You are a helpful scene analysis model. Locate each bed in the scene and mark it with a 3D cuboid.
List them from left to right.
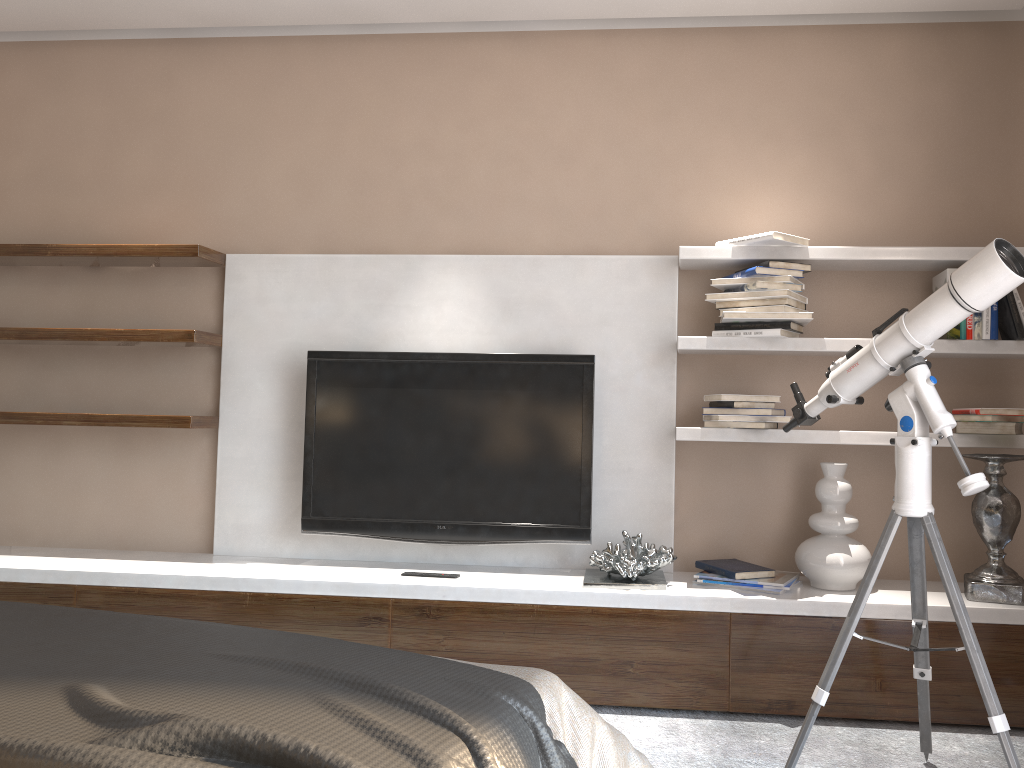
[{"bbox_3d":[-1.067,0.654,0.789,2.221,0.624,2.364,1,-2,18],"label":"bed"}]

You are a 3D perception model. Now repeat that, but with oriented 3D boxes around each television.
[{"bbox_3d":[-0.231,0.242,3.333,1.088,0.715,0.146,1,-3,6],"label":"television"}]

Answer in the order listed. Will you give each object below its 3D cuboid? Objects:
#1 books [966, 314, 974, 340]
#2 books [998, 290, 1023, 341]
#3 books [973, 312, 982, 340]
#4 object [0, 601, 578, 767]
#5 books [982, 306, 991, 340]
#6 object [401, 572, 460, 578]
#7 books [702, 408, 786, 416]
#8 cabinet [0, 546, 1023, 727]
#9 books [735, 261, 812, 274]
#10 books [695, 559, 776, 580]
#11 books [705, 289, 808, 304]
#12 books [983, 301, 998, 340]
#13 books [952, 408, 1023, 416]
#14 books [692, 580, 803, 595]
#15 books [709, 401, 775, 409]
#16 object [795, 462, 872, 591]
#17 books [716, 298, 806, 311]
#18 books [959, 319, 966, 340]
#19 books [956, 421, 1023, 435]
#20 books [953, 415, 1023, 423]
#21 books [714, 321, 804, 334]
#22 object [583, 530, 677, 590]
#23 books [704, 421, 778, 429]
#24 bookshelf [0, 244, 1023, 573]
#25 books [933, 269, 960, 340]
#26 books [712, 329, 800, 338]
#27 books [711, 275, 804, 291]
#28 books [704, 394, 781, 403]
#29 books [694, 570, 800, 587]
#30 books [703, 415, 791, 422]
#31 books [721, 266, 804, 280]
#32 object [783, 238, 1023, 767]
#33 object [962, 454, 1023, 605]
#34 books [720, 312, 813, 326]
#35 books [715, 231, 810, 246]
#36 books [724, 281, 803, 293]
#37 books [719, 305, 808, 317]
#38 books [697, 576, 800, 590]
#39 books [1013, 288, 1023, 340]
[{"bbox_3d":[1.617,-0.274,3.154,0.023,0.251,0.180,1,-3,12],"label":"books"},{"bbox_3d":[1.737,-0.270,3.100,0.086,0.246,0.171,1,-3,11],"label":"books"},{"bbox_3d":[1.640,-0.265,3.145,0.024,0.229,0.175,1,-3,12],"label":"books"},{"bbox_3d":[-0.898,0.496,1.236,1.994,0.322,0.636,1,-2,15],"label":"object"},{"bbox_3d":[1.664,-0.295,3.134,0.021,0.288,0.221,1,-3,12],"label":"books"},{"bbox_3d":[-0.290,0.681,3.137,0.204,0.008,0.052,1,-2,10],"label":"object"},{"bbox_3d":[0.842,0.102,3.189,0.247,0.025,0.190,0,-2,29],"label":"books"},{"bbox_3d":[-0.366,0.871,3.203,4.512,0.370,0.455,1,-2,6],"label":"cabinet"},{"bbox_3d":[0.949,-0.410,3.208,0.181,0.028,0.256,2,-2,-14],"label":"books"},{"bbox_3d":[0.799,0.663,3.155,0.181,0.028,0.251,2,-2,-21],"label":"books"},{"bbox_3d":[0.890,-0.309,3.201,0.297,0.027,0.234,0,-3,33],"label":"books"},{"bbox_3d":[1.686,-0.278,3.127,0.025,0.260,0.187,1,-3,12],"label":"books"},{"bbox_3d":[1.690,0.100,3.111,0.174,0.023,0.251,1,-2,5],"label":"books"},{"bbox_3d":[0.838,0.703,3.122,0.303,0.011,0.265,0,-3,33],"label":"books"},{"bbox_3d":[0.844,0.078,3.236,0.168,0.026,0.242,2,-2,-9],"label":"books"},{"bbox_3d":[1.134,0.496,3.102,0.262,0.432,0.268,1,-3,8],"label":"object"},{"bbox_3d":[0.908,-0.283,3.216,0.269,0.031,0.198,0,-3,34],"label":"books"},{"bbox_3d":[1.593,-0.275,3.156,0.023,0.251,0.180,1,-3,12],"label":"books"},{"bbox_3d":[1.689,0.155,3.106,0.183,0.043,0.260,0,-3,34],"label":"books"},{"bbox_3d":[1.690,0.123,3.110,0.262,0.023,0.166,3,-3,-31],"label":"books"},{"bbox_3d":[0.906,-0.204,3.219,0.270,0.031,0.197,0,-2,29],"label":"books"},{"bbox_3d":[0.420,0.611,3.113,0.323,0.177,0.324,1,-2,4],"label":"object"},{"bbox_3d":[0.833,0.149,3.201,0.219,0.025,0.181,0,-2,28],"label":"books"},{"bbox_3d":[-0.304,0.090,3.350,4.473,1.204,0.233,1,-3,6],"label":"bookshelf"},{"bbox_3d":[1.559,-0.275,3.161,0.042,0.249,0.197,1,-3,11],"label":"books"},{"bbox_3d":[0.893,-0.177,3.214,0.249,0.028,0.208,0,-3,35],"label":"books"},{"bbox_3d":[0.892,-0.360,3.190,0.278,0.022,0.217,0,-2,28],"label":"books"},{"bbox_3d":[0.837,0.054,3.205,0.235,0.023,0.169,2,-2,-12],"label":"books"},{"bbox_3d":[0.841,0.682,3.137,0.305,0.011,0.264,0,-2,28],"label":"books"},{"bbox_3d":[0.850,0.126,3.190,0.276,0.021,0.192,2,-2,-7],"label":"books"},{"bbox_3d":[0.902,-0.385,3.189,0.200,0.027,0.268,2,-2,-15],"label":"books"},{"bbox_3d":[0.968,0.364,2.274,0.586,1.407,0.627,1,-3,10],"label":"object"},{"bbox_3d":[1.634,0.480,2.970,0.212,0.482,0.227,1,-3,18],"label":"object"},{"bbox_3d":[0.912,-0.233,3.172,0.309,0.027,0.226,1,-2,7],"label":"books"},{"bbox_3d":[0.905,-0.506,3.184,0.215,0.027,0.256,3,-3,-36],"label":"books"},{"bbox_3d":[0.900,-0.336,3.169,0.191,0.026,0.237,2,-2,-16],"label":"books"},{"bbox_3d":[0.919,-0.256,3.209,0.249,0.028,0.209,-1,-3,41],"label":"books"},{"bbox_3d":[0.845,0.693,3.130,0.307,0.011,0.262,0,-2,23],"label":"books"},{"bbox_3d":[1.781,-0.259,3.131,0.098,0.222,0.175,1,-3,10],"label":"books"}]
